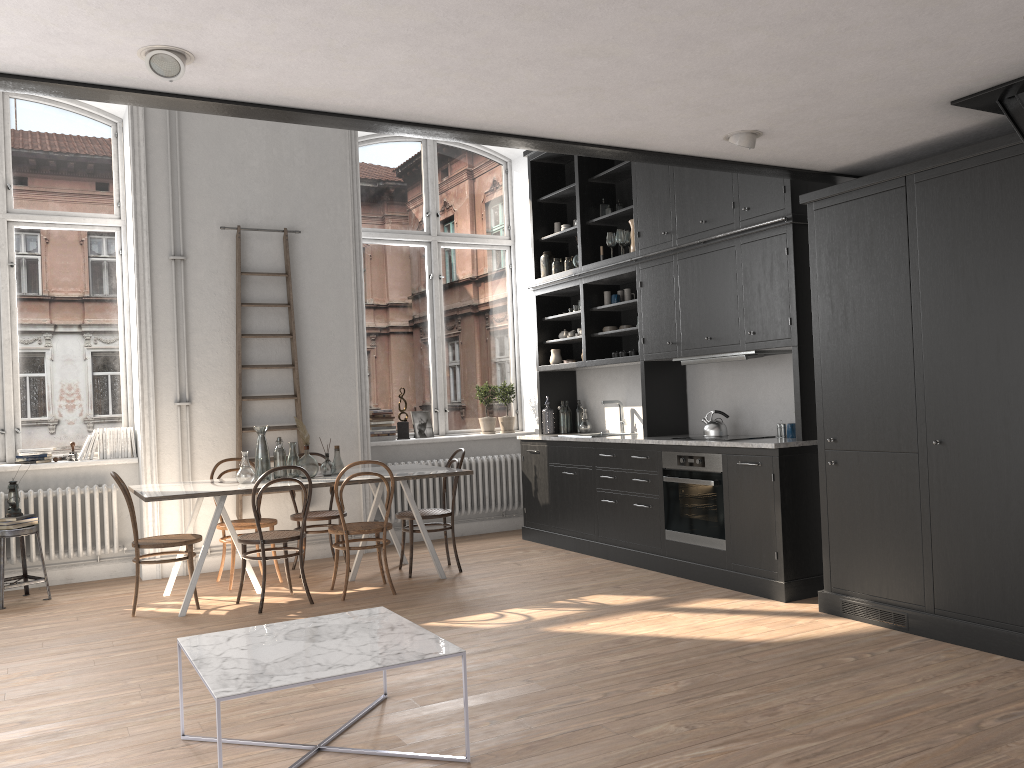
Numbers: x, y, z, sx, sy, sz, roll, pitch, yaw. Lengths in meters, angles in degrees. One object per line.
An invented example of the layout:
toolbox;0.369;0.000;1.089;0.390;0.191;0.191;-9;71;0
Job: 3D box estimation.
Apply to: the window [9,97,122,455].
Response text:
window;-3.975;-0.844;6.946;1.622;2.843;0.013;-2;-1;-28

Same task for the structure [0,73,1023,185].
structure;0.551;-1.772;2.101;5.926;1.213;4.159;-2;-1;-28

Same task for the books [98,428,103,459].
books;-3.298;0.478;7.104;0.024;0.243;0.175;-2;-1;-28

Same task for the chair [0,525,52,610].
chair;-3.519;1.275;6.254;0.360;0.522;0.364;-3;-1;35

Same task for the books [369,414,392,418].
books;-1.234;0.295;8.183;0.231;0.023;0.162;-2;-1;-13

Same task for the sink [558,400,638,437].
sink;0.743;0.397;7.526;0.514;0.504;0.526;-2;-1;-28

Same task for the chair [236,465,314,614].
chair;-1.561;0.986;5.819;0.438;0.920;0.549;-2;-1;-33

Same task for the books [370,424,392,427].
books;-1.218;0.381;8.188;0.205;0.022;0.155;-2;-1;-14

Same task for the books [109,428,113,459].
books;-3.225;0.475;7.118;0.019;0.243;0.174;-2;-1;-28

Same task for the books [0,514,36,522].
books;-3.523;0.952;6.305;0.147;0.027;0.221;-2;-1;4

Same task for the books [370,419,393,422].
books;-1.220;0.336;8.189;0.205;0.022;0.155;-2;-1;-33

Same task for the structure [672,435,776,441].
structure;1.452;0.373;6.145;0.427;0.011;0.592;-2;-1;-28

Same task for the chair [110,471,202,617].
chair;-2.339;1.020;5.865;0.549;0.920;0.438;-2;-1;-20

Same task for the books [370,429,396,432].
books;-1.221;0.427;8.189;0.255;0.014;0.193;-2;-1;-25

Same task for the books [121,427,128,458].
books;-3.141;0.473;7.188;0.024;0.243;0.175;-2;-1;-28

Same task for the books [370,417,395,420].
books;-1.226;0.316;8.187;0.243;0.019;0.174;-2;-1;-28

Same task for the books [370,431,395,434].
books;-1.222;0.446;8.170;0.249;0.023;0.175;-2;-1;-28

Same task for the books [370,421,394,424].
books;-1.219;0.358;8.195;0.222;0.024;0.158;-2;-1;-28

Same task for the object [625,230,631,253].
object;0.949;-1.126;7.170;0.083;0.221;0.083;-2;-1;-29

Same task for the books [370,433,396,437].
books;-1.221;0.469;8.170;0.249;0.023;0.175;-2;-1;-33

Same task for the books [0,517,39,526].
books;-3.523;0.974;6.303;0.163;0.029;0.232;-3;-1;32

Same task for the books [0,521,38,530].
books;-3.531;1.001;6.295;0.194;0.034;0.246;-3;-1;12

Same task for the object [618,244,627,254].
object;0.909;-1.122;7.243;0.083;0.221;0.083;-2;-1;-36

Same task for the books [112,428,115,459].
books;-3.216;0.475;7.142;0.019;0.243;0.174;-2;-1;-28

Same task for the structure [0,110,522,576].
structure;-2.203;-0.733;7.433;5.181;4.473;0.340;-2;-1;-28

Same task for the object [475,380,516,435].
object;-0.160;0.229;8.773;0.500;0.524;0.234;-2;-1;-39

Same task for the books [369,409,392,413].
books;-1.233;0.252;8.196;0.201;0.024;0.159;-2;-1;-38

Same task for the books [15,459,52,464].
books;-3.696;0.601;6.849;0.221;0.023;0.147;-3;-1;21

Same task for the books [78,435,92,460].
books;-3.387;0.503;7.035;0.105;0.194;0.155;-2;-1;-29

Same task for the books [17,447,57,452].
books;-3.675;0.509;6.867;0.243;0.019;0.174;-2;-1;-18

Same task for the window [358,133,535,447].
window;3.178;-5.354;14.350;14.383;15.934;26.404;-2;-1;-28

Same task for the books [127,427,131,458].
books;-3.109;0.472;7.183;0.024;0.243;0.175;-2;-1;-28

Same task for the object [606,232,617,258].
object;0.811;-1.119;7.208;0.083;0.221;0.083;-2;-1;3

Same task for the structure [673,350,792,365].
structure;1.539;-0.213;6.218;0.379;0.123;0.844;-2;-1;-28

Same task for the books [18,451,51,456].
books;-3.682;0.535;6.840;0.205;0.020;0.155;-2;-1;-38

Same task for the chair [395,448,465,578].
chair;-0.614;0.965;6.770;0.549;0.920;0.438;-2;-1;-16

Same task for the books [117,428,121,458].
books;-3.170;0.473;7.148;0.019;0.243;0.174;-2;-1;-28

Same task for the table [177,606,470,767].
table;-0.729;1.163;3.298;0.849;0.392;0.849;-2;-1;-28

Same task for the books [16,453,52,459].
books;-3.688;0.556;6.849;0.221;0.023;0.147;-2;-1;-12

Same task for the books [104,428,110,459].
books;-3.241;0.476;7.100;0.024;0.243;0.175;-2;-1;-28

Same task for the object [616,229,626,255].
object;0.875;-1.124;7.094;0.083;0.221;0.083;-3;-1;18

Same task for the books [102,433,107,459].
books;-3.264;0.495;7.098;0.020;0.205;0.155;-2;-1;-28

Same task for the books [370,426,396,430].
books;-1.224;0.406;8.190;0.245;0.028;0.193;-2;-1;-33

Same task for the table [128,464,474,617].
table;-1.489;1.063;6.347;2.200;0.779;1.100;-2;-1;-28

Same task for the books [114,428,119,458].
books;-3.200;0.475;7.157;0.024;0.243;0.175;-2;-1;-28

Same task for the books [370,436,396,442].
books;-1.222;0.502;8.170;0.248;0.043;0.192;-2;-1;-28

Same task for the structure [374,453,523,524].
structure;-0.542;0.971;8.354;1.577;0.552;0.194;-2;-1;-28

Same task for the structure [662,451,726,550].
structure;1.463;0.768;6.137;0.618;0.623;0.622;-2;-1;-28

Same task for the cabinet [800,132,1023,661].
cabinet;2.292;0.074;4.571;0.633;2.371;1.401;-2;-1;-28

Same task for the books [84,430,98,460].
books;-3.351;0.482;7.050;0.100;0.235;0.174;-2;-1;-28

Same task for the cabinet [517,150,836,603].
cabinet;1.045;-0.436;6.848;0.635;3.583;3.251;-2;-1;-28

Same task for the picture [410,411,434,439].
picture;-0.873;0.389;8.427;0.221;0.264;0.149;-2;-1;-45

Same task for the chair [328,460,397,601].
chair;-1.029;0.969;6.065;0.438;0.920;0.549;-2;-1;-17

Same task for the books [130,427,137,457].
books;-3.081;0.471;7.196;0.040;0.244;0.174;-2;-1;-28

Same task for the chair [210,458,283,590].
chair;-2.000;1.021;6.650;0.438;0.920;0.549;-2;-1;-30

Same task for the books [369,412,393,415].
books;-1.223;0.273;8.190;0.205;0.020;0.155;-2;-1;-28

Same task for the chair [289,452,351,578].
chair;-1.534;1.008;6.991;0.438;0.920;0.549;-2;-1;-21

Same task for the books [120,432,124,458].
books;-3.151;0.492;7.159;0.020;0.205;0.155;-2;-1;-28

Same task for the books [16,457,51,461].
books;-3.690;0.578;6.849;0.205;0.022;0.155;-2;-1;-8

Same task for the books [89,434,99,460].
books;-3.329;0.498;7.063;0.072;0.203;0.155;-2;-1;-28
